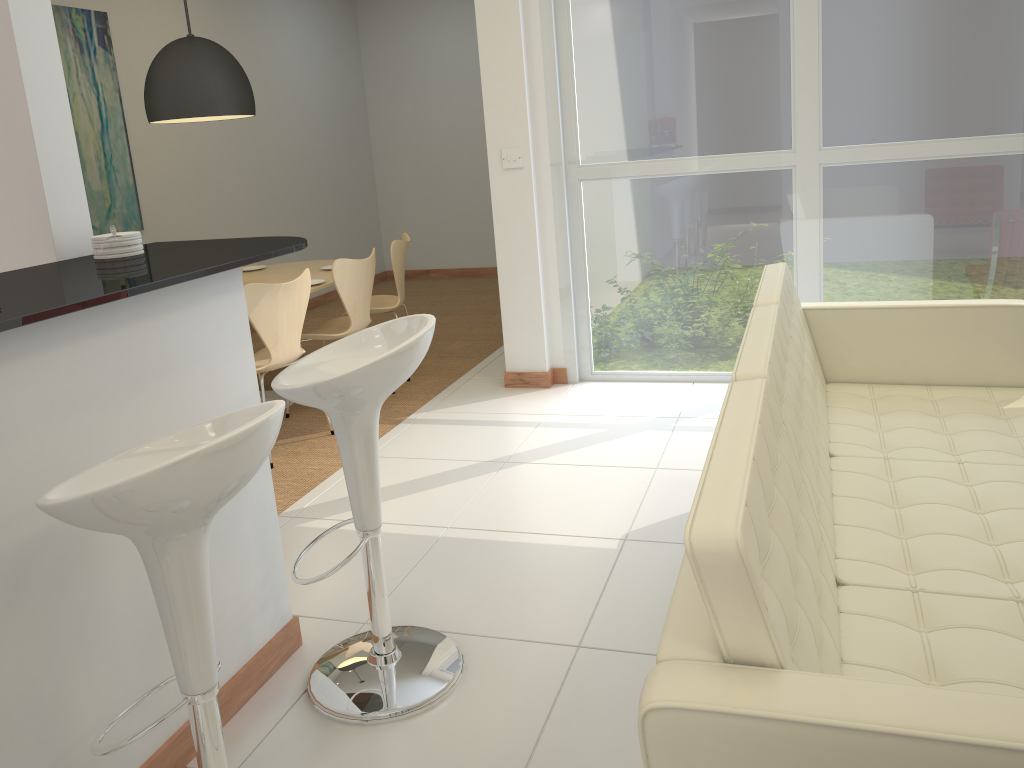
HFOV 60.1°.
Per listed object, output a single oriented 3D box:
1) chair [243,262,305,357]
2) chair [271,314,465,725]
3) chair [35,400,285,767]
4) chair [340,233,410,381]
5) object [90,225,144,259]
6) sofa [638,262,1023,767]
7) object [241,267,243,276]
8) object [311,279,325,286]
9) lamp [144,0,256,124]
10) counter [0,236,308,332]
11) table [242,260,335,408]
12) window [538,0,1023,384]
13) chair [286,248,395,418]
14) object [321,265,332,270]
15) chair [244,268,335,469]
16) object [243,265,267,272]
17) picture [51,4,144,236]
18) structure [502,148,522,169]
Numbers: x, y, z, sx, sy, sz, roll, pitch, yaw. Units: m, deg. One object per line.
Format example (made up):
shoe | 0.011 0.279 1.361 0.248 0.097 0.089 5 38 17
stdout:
chair | -1.809 -0.505 6.102 0.517 0.895 0.526 8 18 42
chair | -0.389 0.341 2.420 0.464 1.008 0.463 -4 13 5
chair | -0.615 0.549 1.743 0.465 1.008 0.462 3 15 30
chair | -0.881 -0.506 5.826 0.515 0.895 0.528 -4 13 3
object | -1.188 -0.429 2.635 0.140 0.096 0.176 -2 15 12
sofa | 1.053 0.316 2.224 1.000 0.911 2.600 0 16 19
object | -1.691 -0.698 5.224 0.273 0.276 0.263 -15 17 -34
object | -1.191 -0.582 5.139 0.211 0.015 0.212 -12 17 -24
lamp | -1.823 -2.226 4.890 0.594 1.475 0.602 0 14 21
counter | -1.335 -0.053 1.546 0.735 0.019 3.005 1 16 19
table | -1.668 -0.212 5.326 1.279 0.720 2.293 1 16 19
window | 1.855 -1.300 4.512 3.432 2.681 0.123 0 13 19
chair | -1.019 -0.306 5.149 0.515 0.895 0.528 0 14 19
object | -1.138 -0.759 5.758 0.211 0.015 0.212 -9 16 -15
chair | -1.269 -0.103 4.497 0.516 0.895 0.528 2 15 26
object | -1.783 -0.786 6.050 0.210 0.015 0.213 -5 16 -2
picture | -3.013 -1.598 5.471 0.020 1.488 1.762 -1 15 19
structure | -0.001 -1.268 4.983 0.114 0.103 0.013 0 13 19
